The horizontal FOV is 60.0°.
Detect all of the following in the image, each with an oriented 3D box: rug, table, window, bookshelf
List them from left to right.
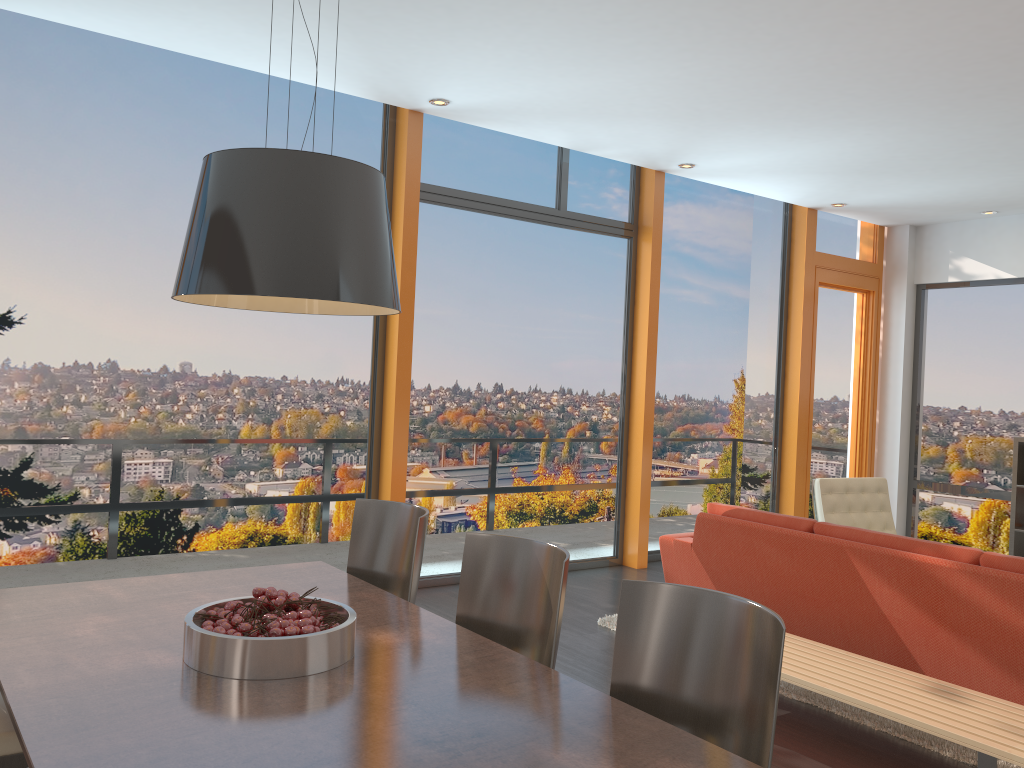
[{"bbox_3d":[-2.029,-0.350,4.992,2.923,3.346,0.070,3,0,-36],"label":"window"},{"bbox_3d":[-0.595,1.074,2.196,1.171,0.764,2.152,3,0,-36],"label":"table"},{"bbox_3d":[0.094,-0.258,6.528,2.104,3.346,0.070,3,0,-36],"label":"window"},{"bbox_3d":[1.781,-0.186,7.750,1.843,3.346,0.070,3,0,-36],"label":"window"},{"bbox_3d":[3.140,-0.126,8.617,1.156,3.346,0.211,3,0,-36],"label":"window"},{"bbox_3d":[4.420,-0.063,8.262,0.065,3.340,1.410,3,0,-36],"label":"window"},{"bbox_3d":[2.826,1.545,4.683,2.983,0.043,3.773,2,0,-36],"label":"rug"},{"bbox_3d":[5.337,1.079,6.111,0.570,1.163,3.388,3,0,-36],"label":"bookshelf"}]

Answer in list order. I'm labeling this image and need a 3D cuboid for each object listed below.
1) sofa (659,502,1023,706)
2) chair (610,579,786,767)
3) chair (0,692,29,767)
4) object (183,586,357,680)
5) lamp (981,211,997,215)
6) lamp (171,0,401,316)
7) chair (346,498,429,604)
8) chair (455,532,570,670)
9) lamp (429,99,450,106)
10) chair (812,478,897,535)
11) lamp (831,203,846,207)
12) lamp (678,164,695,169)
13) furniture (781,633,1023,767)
[{"bbox_3d":[1.940,1.086,4.071,1.038,0.852,2.597,3,0,-36],"label":"sofa"},{"bbox_3d":[0.249,0.961,1.868,0.614,0.968,0.548,3,0,-36],"label":"chair"},{"bbox_3d":[-1.403,0.882,2.451,0.614,0.968,0.548,3,0,-36],"label":"chair"},{"bbox_3d":[-0.618,0.613,2.284,0.427,0.154,0.427,3,0,8],"label":"object"},{"bbox_3d":[4.295,-1.541,7.986,0.129,0.010,0.129,3,0,9],"label":"lamp"},{"bbox_3d":[-0.531,-0.987,2.266,0.567,1.580,0.567,3,0,-7],"label":"lamp"},{"bbox_3d":[-0.608,0.916,3.054,0.614,0.968,0.548,3,0,-36],"label":"chair"},{"bbox_3d":[-0.160,0.939,2.434,0.614,0.968,0.548,3,0,-36],"label":"chair"},{"bbox_3d":[-0.451,-1.749,5.511,0.129,0.010,0.129,3,0,9],"label":"lamp"},{"bbox_3d":[2.623,1.112,6.357,0.700,0.817,0.707,3,0,-26],"label":"chair"},{"bbox_3d":[2.926,-1.604,7.956,0.129,0.010,0.129,3,0,9],"label":"lamp"},{"bbox_3d":[1.340,-1.672,6.808,0.129,0.010,0.129,3,0,9],"label":"lamp"},{"bbox_3d":[1.280,1.306,3.520,0.492,0.357,2.006,3,0,-36],"label":"furniture"}]
